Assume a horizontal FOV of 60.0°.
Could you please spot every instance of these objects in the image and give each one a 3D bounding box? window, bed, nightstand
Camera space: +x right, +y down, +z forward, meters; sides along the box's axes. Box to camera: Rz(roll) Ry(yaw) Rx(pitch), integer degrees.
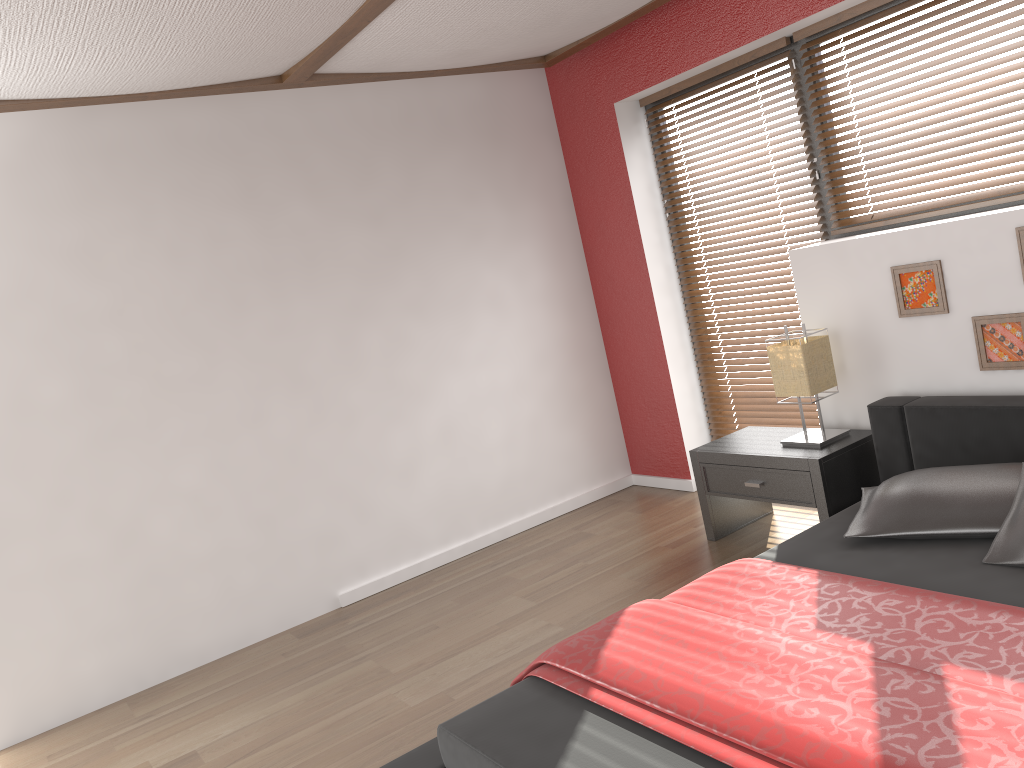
[{"bbox_3d":[1.219,-0.557,4.413,0.020,1.893,0.889,-17,8,-32],"label":"window"},{"bbox_3d":[1.079,0.605,2.141,2.413,0.577,2.469,-17,8,-32],"label":"bed"},{"bbox_3d":[2.150,-1.116,2.701,0.020,0.786,2.817,-17,8,-32],"label":"window"},{"bbox_3d":[1.185,0.450,3.809,0.413,0.423,0.700,-17,8,-32],"label":"nightstand"}]

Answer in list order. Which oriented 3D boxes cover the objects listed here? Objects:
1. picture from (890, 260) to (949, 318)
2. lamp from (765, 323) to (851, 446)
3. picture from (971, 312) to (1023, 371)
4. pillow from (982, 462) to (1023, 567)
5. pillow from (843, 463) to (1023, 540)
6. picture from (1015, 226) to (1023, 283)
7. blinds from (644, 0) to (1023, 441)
[{"bbox_3d":[1.536,-0.356,3.345,0.010,0.200,0.200,-17,8,-32],"label":"picture"},{"bbox_3d":[1.201,-0.010,3.639,0.200,0.480,0.200,-17,8,-32],"label":"lamp"},{"bbox_3d":[1.738,-0.147,3.132,0.010,0.200,0.200,-17,8,-32],"label":"picture"},{"bbox_3d":[1.624,0.319,2.264,0.386,0.241,0.744,-18,9,-36],"label":"pillow"},{"bbox_3d":[1.429,0.356,2.747,0.745,0.172,0.418,-8,8,33],"label":"pillow"},{"bbox_3d":[1.780,-0.434,2.928,0.010,0.200,0.200,-17,8,-32],"label":"picture"},{"bbox_3d":[2.221,-0.539,2.739,0.032,1.952,4.840,-17,8,-32],"label":"blinds"}]
